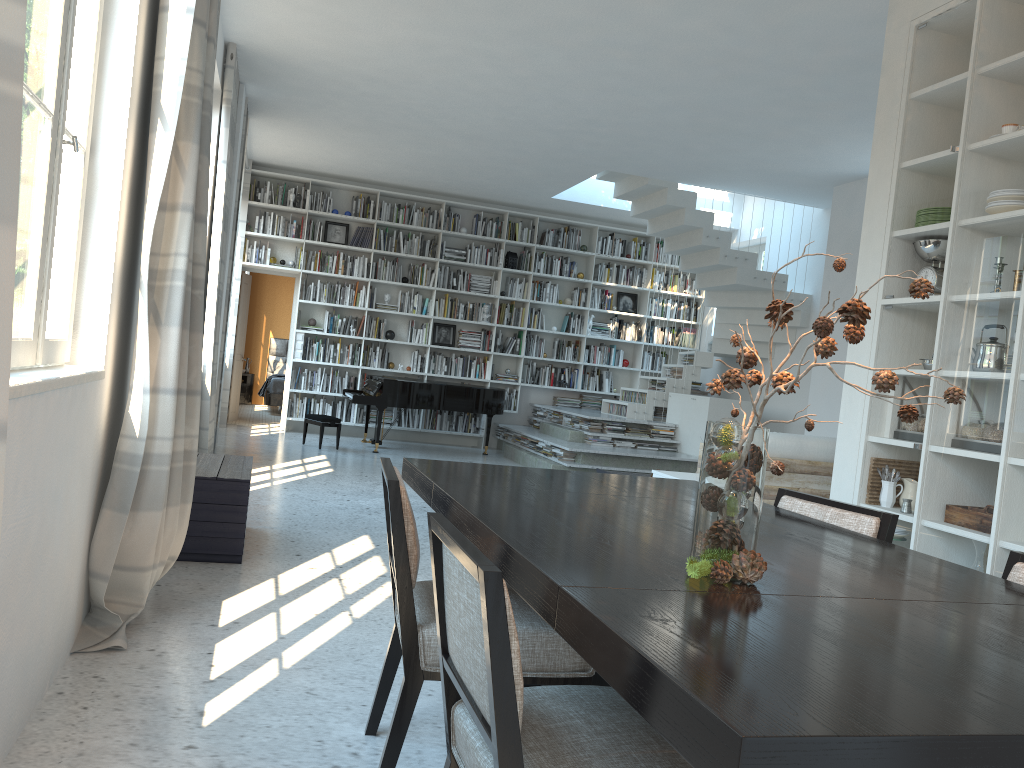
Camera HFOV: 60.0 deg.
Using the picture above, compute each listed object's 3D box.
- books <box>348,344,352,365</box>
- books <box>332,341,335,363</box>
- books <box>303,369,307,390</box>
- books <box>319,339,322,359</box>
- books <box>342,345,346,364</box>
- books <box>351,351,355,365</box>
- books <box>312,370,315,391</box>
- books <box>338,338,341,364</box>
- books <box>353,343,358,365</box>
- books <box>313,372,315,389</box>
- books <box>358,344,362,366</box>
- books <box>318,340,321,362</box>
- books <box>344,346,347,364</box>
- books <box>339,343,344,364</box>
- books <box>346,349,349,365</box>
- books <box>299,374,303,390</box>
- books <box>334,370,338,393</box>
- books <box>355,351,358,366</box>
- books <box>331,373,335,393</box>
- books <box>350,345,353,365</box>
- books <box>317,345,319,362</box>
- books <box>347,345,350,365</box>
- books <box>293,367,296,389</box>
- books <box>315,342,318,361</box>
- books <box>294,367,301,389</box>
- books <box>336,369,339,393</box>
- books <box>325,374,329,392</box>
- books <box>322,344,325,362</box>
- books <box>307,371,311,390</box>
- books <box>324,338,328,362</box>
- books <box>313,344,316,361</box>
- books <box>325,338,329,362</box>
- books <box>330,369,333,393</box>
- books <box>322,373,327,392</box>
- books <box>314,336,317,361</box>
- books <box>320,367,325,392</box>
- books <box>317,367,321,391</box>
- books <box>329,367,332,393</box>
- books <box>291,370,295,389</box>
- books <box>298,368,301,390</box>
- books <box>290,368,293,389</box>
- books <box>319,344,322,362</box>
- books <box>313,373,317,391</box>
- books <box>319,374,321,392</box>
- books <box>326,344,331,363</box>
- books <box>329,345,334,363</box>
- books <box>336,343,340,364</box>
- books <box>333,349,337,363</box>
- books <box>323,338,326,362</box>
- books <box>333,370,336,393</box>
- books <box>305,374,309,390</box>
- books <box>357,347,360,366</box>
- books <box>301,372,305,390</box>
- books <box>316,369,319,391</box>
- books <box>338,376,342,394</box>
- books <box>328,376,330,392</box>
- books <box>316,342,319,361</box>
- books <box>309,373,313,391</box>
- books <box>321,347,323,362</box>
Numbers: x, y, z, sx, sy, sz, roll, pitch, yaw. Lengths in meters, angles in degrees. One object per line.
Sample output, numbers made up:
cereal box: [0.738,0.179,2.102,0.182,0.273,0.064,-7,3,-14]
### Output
books: [-2.062,-0.376,11.263,0.021,0.265,0.185,6,1,-16]
books: [-2.260,-0.405,11.215,0.014,0.282,0.150,6,1,-16]
books: [-2.601,-0.058,11.139,0.029,0.266,0.171,6,1,-16]
books: [-2.419,-0.424,11.155,0.007,0.286,0.182,6,1,-16]
books: [-2.144,-0.376,11.244,0.028,0.249,0.158,6,1,-16]
books: [-2.029,-0.331,11.294,0.041,0.181,0.141,6,1,-16]
books: [-2.508,-0.044,11.159,0.013,0.257,0.189,6,1,-16]
books: [-2.191,-0.418,11.232,0.021,0.323,0.171,6,1,-16]
books: [-1.992,-0.379,11.281,0.014,0.286,0.179,6,1,-16]
books: [-2.496,-0.040,11.157,0.010,0.252,0.177,6,1,-16]
books: [-1.950,-0.372,11.323,0.024,0.280,0.135,6,2,-16]
books: [-2.433,-0.422,11.176,0.009,0.278,0.157,6,1,-16]
books: [-2.123,-0.364,11.266,0.025,0.229,0.153,6,1,-16]
books: [-2.168,-0.385,11.232,0.028,0.260,0.181,6,1,-16]
books: [-2.103,-0.345,11.276,0.023,0.194,0.140,6,1,-16]
books: [-2.656,-0.030,11.141,0.024,0.198,0.148,6,1,-16]
books: [-2.238,-0.032,11.251,0.022,0.291,0.137,6,2,-16]
books: [-1.988,-0.329,11.319,0.023,0.187,0.130,6,1,-16]
books: [-2.279,-0.019,11.250,0.029,0.254,0.152,6,1,-16]
books: [-2.051,-0.372,11.286,0.013,0.260,0.142,6,1,-16]
books: [-2.451,-0.390,11.182,0.016,0.211,0.145,6,1,-16]
books: [-2.083,-0.369,11.275,0.010,0.246,0.160,6,1,-16]
books: [-2.720,-0.076,11.090,0.011,0.277,0.189,6,1,-16]
books: [-2.467,-0.408,11.158,0.014,0.243,0.171,6,1,-16]
books: [-2.692,-0.076,11.107,0.052,0.283,0.172,6,1,-16]
books: [-2.219,-0.035,11.250,0.013,0.301,0.172,6,1,-16]
books: [-2.344,-0.010,11.227,0.028,0.225,0.134,6,1,-16]
books: [-2.390,-0.394,11.203,0.016,0.231,0.136,6,1,-16]
books: [-2.560,-0.045,11.177,0.022,0.248,0.133,6,1,-16]
books: [-2.352,-0.424,11.176,0.019,0.300,0.180,6,1,-16]
books: [-2.487,-0.396,11.146,0.015,0.217,0.180,6,1,-16]
books: [-2.340,-0.426,11.192,0.012,0.306,0.189,6,1,-16]
books: [-2.292,-0.040,11.226,0.012,0.295,0.176,6,1,-16]
books: [-2.372,-0.020,11.223,0.031,0.239,0.132,6,1,-16]
books: [-2.474,-0.444,11.156,0.006,0.315,0.145,6,2,-16]
books: [-2.396,-0.057,11.192,0.039,0.307,0.172,6,1,-16]
books: [-2.444,-0.059,11.197,0.027,0.299,0.142,6,2,-16]
books: [-2.300,-0.056,11.215,0.014,0.325,0.170,6,1,-16]
books: [-2.745,-0.060,11.101,0.029,0.239,0.154,6,1,-16]
books: [-2.668,-0.069,11.135,0.010,0.274,0.150,6,1,-16]
books: [-2.768,-0.070,11.109,0.012,0.254,0.160,6,1,-16]
books: [-2.414,-0.390,11.165,0.015,0.219,0.190,6,1,-16]
books: [-2.483,-0.027,11.176,0.028,0.229,0.157,6,1,-16]
books: [-2.429,-0.023,11.206,0.012,0.232,0.148,6,1,-16]
books: [-2.322,-0.386,11.218,0.045,0.230,0.138,6,1,-16]
books: [-2.283,-0.382,11.211,0.027,0.230,0.159,6,1,-16]
books: [-2.216,-0.387,11.230,0.026,0.254,0.176,6,1,-16]
books: [-2.243,-0.353,11.214,0.029,0.181,0.190,6,1,-16]
books: [-2.375,-0.427,11.207,0.009,0.299,0.141,6,2,-16]
books: [-2.258,-0.031,11.258,0.013,0.284,0.139,6,2,-16]
books: [-2.584,-0.023,11.167,0.025,0.200,0.137,6,1,-16]
books: [-1.963,-0.353,11.298,0.010,0.240,0.174,6,1,-16]
books: [-2.627,-0.038,11.126,0.022,0.220,0.187,6,1,-16]
books: [-2.466,-0.048,11.199,0.013,0.274,0.146,6,1,-16]
books: [-2.190,0.010,11.264,0.059,0.216,0.177,6,1,-16]
books: [-2.325,-0.001,11.232,0.013,0.209,0.154,6,1,-16]
books: [-2.453,-0.407,11.148,0.009,0.244,0.184,6,1,-16]
books: [-2.529,-0.029,11.152,0.028,0.223,0.188,6,1,-16]
books: [-2.399,-0.373,11.166,0.016,0.189,0.183,6,1,-16]
